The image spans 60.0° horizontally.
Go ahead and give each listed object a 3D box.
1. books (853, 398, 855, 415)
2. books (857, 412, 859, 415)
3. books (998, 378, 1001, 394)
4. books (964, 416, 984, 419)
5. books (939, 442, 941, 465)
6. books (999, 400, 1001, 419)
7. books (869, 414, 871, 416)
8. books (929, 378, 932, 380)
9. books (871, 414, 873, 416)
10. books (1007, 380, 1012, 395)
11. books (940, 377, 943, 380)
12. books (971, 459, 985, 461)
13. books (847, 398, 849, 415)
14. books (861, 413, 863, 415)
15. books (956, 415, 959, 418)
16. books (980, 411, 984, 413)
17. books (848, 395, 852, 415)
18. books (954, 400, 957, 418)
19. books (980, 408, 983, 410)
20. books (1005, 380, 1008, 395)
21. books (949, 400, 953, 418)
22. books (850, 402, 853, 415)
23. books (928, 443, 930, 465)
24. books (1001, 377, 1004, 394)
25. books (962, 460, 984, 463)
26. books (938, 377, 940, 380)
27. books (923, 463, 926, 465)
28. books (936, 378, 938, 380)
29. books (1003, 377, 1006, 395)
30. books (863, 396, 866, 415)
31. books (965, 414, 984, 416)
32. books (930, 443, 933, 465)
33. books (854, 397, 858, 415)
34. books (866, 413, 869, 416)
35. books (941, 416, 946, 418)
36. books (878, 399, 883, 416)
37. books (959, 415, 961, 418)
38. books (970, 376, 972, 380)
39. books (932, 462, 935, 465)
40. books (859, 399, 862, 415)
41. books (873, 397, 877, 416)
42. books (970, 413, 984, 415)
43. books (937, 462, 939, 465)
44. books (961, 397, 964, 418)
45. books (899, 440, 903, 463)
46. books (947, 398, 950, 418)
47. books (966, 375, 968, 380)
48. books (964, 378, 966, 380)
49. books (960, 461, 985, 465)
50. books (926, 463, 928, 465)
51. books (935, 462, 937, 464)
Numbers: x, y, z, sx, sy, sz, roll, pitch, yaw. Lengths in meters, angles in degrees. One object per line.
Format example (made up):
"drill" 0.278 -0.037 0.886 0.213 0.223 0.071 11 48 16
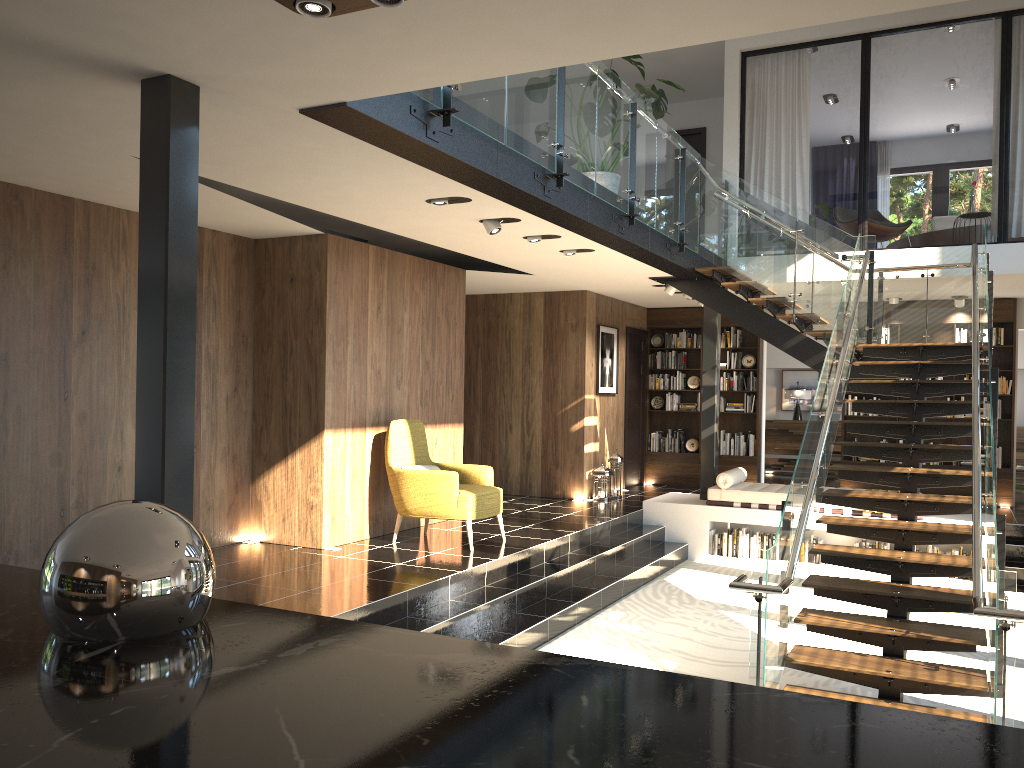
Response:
"books" 4.764 0.313 12.335 0.023 0.245 0.159 1 0 27
"books" 4.807 0.332 12.307 0.022 0.207 0.130 1 0 27
"books" 6.346 0.029 11.542 0.026 0.219 0.156 1 0 27
"books" 6.088 0.436 11.620 0.288 0.026 0.175 1 -1 31
"books" 5.711 0.924 11.827 0.022 0.307 0.131 1 0 27
"books" 6.334 0.329 11.514 0.022 0.247 0.132 1 0 27
"books" 4.947 0.327 12.226 0.030 0.222 0.190 1 0 27
"books" 5.604 -0.005 11.882 0.032 0.265 0.149 1 0 27
"books" 4.977 0.352 12.224 0.027 0.171 0.146 1 0 27
"books" 6.438 0.042 11.474 0.051 0.194 0.192 1 0 27
"books" 5.738 0.019 11.830 0.046 0.219 0.145 1 0 27
"books" 6.048 0.988 11.641 0.263 0.024 0.167 1 -1 22
"books" 4.698 0.316 12.386 0.028 0.237 0.134 1 0 27
"books" 4.848 0.337 12.277 0.024 0.197 0.173 1 0 27
"books" 5.895 0.340 11.726 0.029 0.214 0.149 1 0 27
"books" 6.094 0.368 11.629 0.268 0.022 0.156 1 -1 23
"books" 4.708 0.293 12.343 0.028 0.282 0.169 1 0 27
"books" 5.876 0.330 11.749 0.025 0.232 0.156 1 0 27
"books" 6.097 0.326 11.634 0.272 0.022 0.156 1 -1 25
"books" 6.404 0.044 11.490 0.023 0.189 0.197 1 0 27
"books" 5.832 0.331 11.777 0.037 0.232 0.231 1 0 27
"books" 4.731 0.335 12.329 0.028 0.199 0.175 1 0 27
"books" 5.585 0.936 11.864 0.028 0.280 0.154 1 0 27
"books" 6.366 0.019 11.522 0.028 0.240 0.187 1 0 27
"books" 6.053 1.013 11.653 0.250 0.026 0.148 1 -1 23
"books" 5.706 0.018 11.844 0.024 0.220 0.148 1 0 27
"books" 5.534 0.948 11.895 0.034 0.255 0.194 1 0 27
"books" 5.690 0.024 11.873 0.030 0.208 0.119 1 0 27
"books" 6.397 0.026 11.526 0.023 0.225 0.146 1 0 27
"books" 4.875 0.300 12.269 0.029 0.272 0.152 1 0 27
"books" 6.094 0.412 11.631 0.274 0.022 0.156 1 -1 24
"books" 5.612 0.929 11.858 0.025 0.294 0.177 1 0 27
"books" 4.779 0.306 12.307 0.029 0.258 0.181 1 0 27
"books" 4.924 0.341 12.252 0.033 0.193 0.172 1 0 27
"books" 5.651 0.432 11.853 0.274 0.025 0.156 1 -1 24
"books" 5.062 0.321 12.164 0.070 0.236 0.206 1 0 27
"books" 5.911 0.342 11.697 0.026 0.209 0.184 1 0 27
"books" 6.064 0.013 11.705 0.025 0.243 0.119 1 0 27
"books" 5.629 0.952 11.835 0.028 0.250 0.162 1 0 27
"books" 4.829 0.323 12.296 0.028 0.227 0.136 1 0 27
"books" 4.993 0.310 12.192 0.029 0.256 0.167 1 0 27
"books" 6.098 0.390 11.639 0.247 0.022 0.148 1 -1 27
"books" 5.684 0.964 11.829 0.026 0.227 0.129 1 0 27
"books" 5.942 0.308 11.693 0.031 0.277 0.168 1 0 27
"books" 5.272 0.916 12.012 0.035 0.312 0.160 1 0 27
"books" 5.799 0.315 11.781 0.026 0.263 0.156 1 0 27
"books" 6.013 0.004 11.714 0.023 0.261 0.146 1 0 27
"books" 5.993 0.024 11.727 0.024 0.219 0.174 1 0 27
"books" 6.048 1.041 11.643 0.286 0.030 0.176 1 -1 25
"books" 5.562 0.951 11.883 0.029 0.250 0.142 1 0 27
"books" 5.662 0.966 11.840 0.026 0.221 0.145 1 0 27
